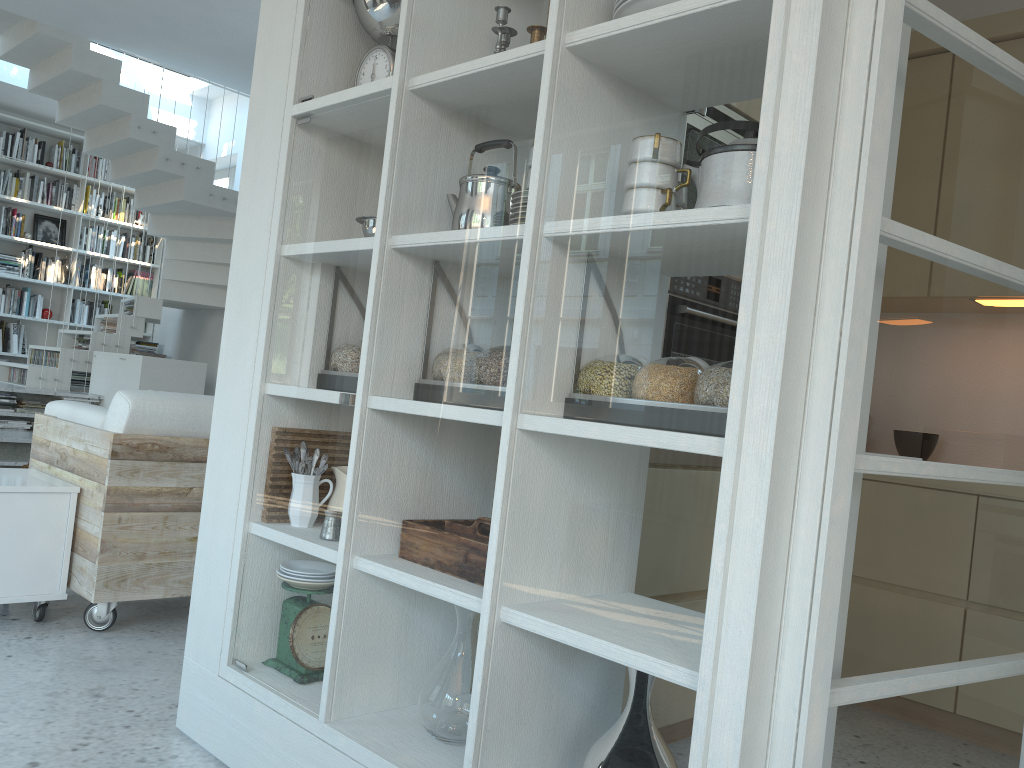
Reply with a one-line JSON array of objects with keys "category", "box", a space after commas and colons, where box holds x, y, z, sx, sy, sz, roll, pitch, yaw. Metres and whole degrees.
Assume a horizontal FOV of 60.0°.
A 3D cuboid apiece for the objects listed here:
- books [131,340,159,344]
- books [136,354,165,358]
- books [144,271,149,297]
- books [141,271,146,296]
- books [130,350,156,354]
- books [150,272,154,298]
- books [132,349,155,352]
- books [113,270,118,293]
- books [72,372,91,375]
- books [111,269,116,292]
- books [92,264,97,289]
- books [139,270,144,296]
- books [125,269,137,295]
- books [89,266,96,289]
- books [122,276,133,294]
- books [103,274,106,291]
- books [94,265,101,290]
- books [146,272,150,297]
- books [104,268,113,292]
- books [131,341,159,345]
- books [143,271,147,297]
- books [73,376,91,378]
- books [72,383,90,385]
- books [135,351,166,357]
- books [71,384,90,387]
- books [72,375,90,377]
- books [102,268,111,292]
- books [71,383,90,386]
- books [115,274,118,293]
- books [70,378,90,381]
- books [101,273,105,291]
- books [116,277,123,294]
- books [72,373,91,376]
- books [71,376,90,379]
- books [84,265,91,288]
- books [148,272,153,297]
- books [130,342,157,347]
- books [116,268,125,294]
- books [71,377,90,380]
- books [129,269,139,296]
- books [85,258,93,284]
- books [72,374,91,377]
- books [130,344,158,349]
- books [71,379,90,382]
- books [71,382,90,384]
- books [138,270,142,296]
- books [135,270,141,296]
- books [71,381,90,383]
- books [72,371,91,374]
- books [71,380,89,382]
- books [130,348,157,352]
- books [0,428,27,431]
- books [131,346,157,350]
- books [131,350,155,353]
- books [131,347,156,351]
[{"category": "books", "box": [-3.786, -0.435, 9.144, 0.231, 0.006, 0.152, 8, -2, -40]}, {"category": "books", "box": [-3.668, -0.276, 9.001, 0.157, 0.025, 0.234, 5, -2, 41]}, {"category": "books", "box": [-3.955, -1.061, 9.521, 0.169, 0.293, 0.018, 6, -1, 45]}, {"category": "books", "box": [-3.981, -1.064, 9.495, 0.169, 0.293, 0.018, 6, -1, 45]}, {"category": "books", "box": [-3.803, -0.327, 9.147, 0.137, 0.006, 0.233, 5, -2, 40]}, {"category": "books", "box": [-3.920, -1.056, 9.563, 0.169, 0.293, 0.018, 6, -1, 45]}, {"category": "books", "box": [-3.808, -0.344, 9.155, 0.130, 0.011, 0.183, 5, -2, 43]}, {"category": "books", "box": [-4.195, -1.070, 9.314, 0.133, 0.248, 0.025, 6, -1, 45]}, {"category": "books", "box": [-4.505, -0.118, 9.090, 0.198, 0.009, 0.354, 5, -2, 43]}, {"category": "books", "box": [-4.205, -1.075, 9.299, 0.160, 0.254, 0.012, 6, -1, 45]}, {"category": "books", "box": [-4.336, -1.099, 9.150, 0.157, 0.265, 0.022, 6, -1, 45]}, {"category": "books", "box": [-3.996, -1.066, 9.485, 0.169, 0.293, 0.018, 6, -1, 45]}, {"category": "books", "box": [-4.065, -1.073, 9.416, 0.169, 0.291, 0.072, 6, -1, 45]}, {"category": "books", "box": [-4.346, -1.091, 9.124, 0.180, 0.245, 0.026, 6, -1, 45]}, {"category": "books", "box": [-4.097, -1.038, 9.385, 0.167, 0.217, 0.089, 6, -1, 45]}, {"category": "books", "box": [-4.274, -1.049, 9.230, 0.137, 0.184, 0.030, 6, -1, 45]}, {"category": "books", "box": [-4.300, -1.092, 9.169, 0.176, 0.261, 0.056, 6, -1, 45]}, {"category": "books", "box": [-3.946, -1.059, 9.537, 0.169, 0.293, 0.018, 6, -1, 45]}, {"category": "books", "box": [-4.230, -1.081, 9.262, 0.171, 0.259, 0.029, 6, -1, 45]}, {"category": "books", "box": [-3.790, -0.426, 9.147, 0.159, 0.011, 0.229, 5, -2, 44]}, {"category": "books", "box": [-3.971, -1.063, 9.511, 0.169, 0.293, 0.018, 6, -1, 45]}, {"category": "books", "box": [-4.507, -0.084, 9.088, 0.354, 0.009, 0.198, 8, -2, -42]}, {"category": "books", "box": [-4.511, -0.013, 9.081, 0.201, 0.009, 0.360, 5, -2, 40]}, {"category": "books", "box": [-3.669, -0.301, 9.005, 0.267, 0.026, 0.161, 8, -2, -40]}, {"category": "books", "box": [-4.522, 0.005, 9.089, 0.202, 0.009, 0.320, 5, -2, 44]}, {"category": "books", "box": [-4.502, -0.092, 9.084, 0.315, 0.009, 0.199, 8, -2, -40]}, {"category": "books", "box": [-4.241, -1.077, 9.237, 0.181, 0.247, 0.022, 6, -1, 45]}, {"category": "books", "box": [-4.513, -0.004, 9.082, 0.320, 0.009, 0.202, 8, -2, -40]}, {"category": "books", "box": [-4.185, -1.048, 9.330, 0.138, 0.207, 0.014, 6, -1, 45]}, {"category": "books", "box": [-4.515, -0.059, 9.090, 0.201, 0.009, 0.360, 5, -2, 44]}, {"category": "books", "box": [-4.277, -1.053, 9.196, 0.169, 0.189, 0.023, 5, -1, 45]}, {"category": "books", "box": [-4.145, -1.031, 9.315, 0.191, 0.181, 0.024, 5, -1, 45]}, {"category": "books", "box": [-4.504, -0.110, 9.088, 0.198, 0.009, 0.354, 5, -2, 42]}, {"category": "books", "box": [-4.506, -0.075, 9.086, 0.315, 0.009, 0.199, 8, -2, -41]}, {"category": "books", "box": [-4.372, -1.093, 9.099, 0.170, 0.243, 0.022, 6, -1, 45]}, {"category": "books", "box": [-3.925, -1.057, 9.542, 0.169, 0.293, 0.018, 6, -1, 45]}, {"category": "books", "box": [-3.802, -0.409, 9.156, 0.123, 0.025, 0.232, 5, -2, 42]}, {"category": "books", "box": [-4.142, -1.078, 9.353, 0.169, 0.278, 0.026, 6, -1, 45]}, {"category": "books", "box": [-4.509, -0.067, 9.087, 0.198, 0.009, 0.354, 5, -2, 42]}, {"category": "books", "box": [-4.039, -1.072, 9.442, 0.169, 0.294, 0.033, 6, -1, 45]}, {"category": "books", "box": [-4.369, -1.132, 9.125, 0.141, 0.322, 0.012, 6, -1, 45]}, {"category": "books", "box": [-4.505, -0.101, 9.088, 0.199, 0.009, 0.315, 5, -2, 42]}, {"category": "books", "box": [-3.795, -0.389, 9.147, 0.235, 0.014, 0.155, 8, -2, -44]}, {"category": "books", "box": [-4.514, -0.049, 9.088, 0.202, 0.009, 0.320, 5, -2, 43]}, {"category": "books", "box": [-4.519, -0.022, 9.090, 0.360, 0.009, 0.201, 8, -2, -44]}, {"category": "books", "box": [-4.009, -1.068, 9.472, 0.169, 0.293, 0.018, 6, -1, 45]}, {"category": "books", "box": [-4.012, -1.069, 9.450, 0.169, 0.293, 0.018, 6, -1, 45]}, {"category": "books", "box": [-4.514, -0.031, 9.086, 0.360, 0.009, 0.201, 8, -2, -42]}, {"category": "books", "box": [-4.496, -0.130, 9.085, 0.354, 0.017, 0.198, 8, -2, -40]}, {"category": "books", "box": [-4.517, -0.040, 9.090, 0.202, 0.009, 0.320, 5, -2, 44]}, {"category": "books", "box": [-3.804, -0.354, 9.152, 0.144, 0.009, 0.227, 5, -2, 45]}, {"category": "books", "box": [-3.822, 0.333, 6.731, 0.152, 0.015, 0.208, 5, -2, 43]}, {"category": "books", "box": [-3.800, -0.375, 9.150, 0.150, 0.014, 0.206, 5, -2, 45]}, {"category": "books", "box": [-3.801, -0.334, 9.146, 0.160, 0.008, 0.193, 5, -2, 45]}, {"category": "books", "box": [-3.805, -0.364, 9.154, 0.121, 0.011, 0.215, 5, -2, 40]}]
